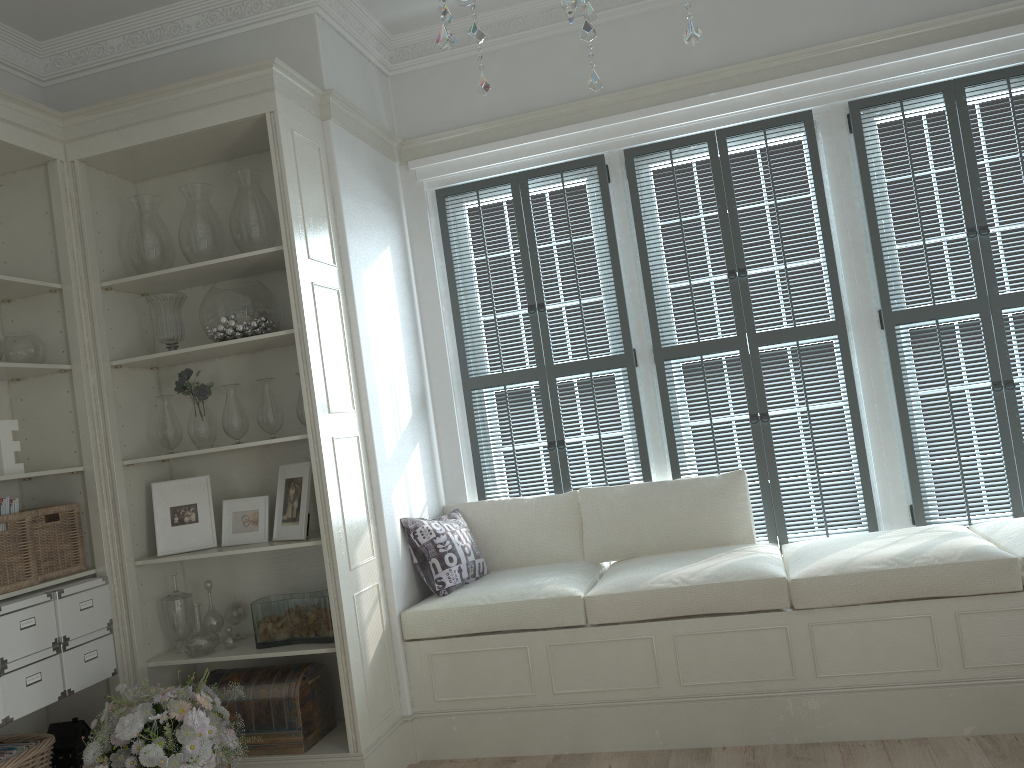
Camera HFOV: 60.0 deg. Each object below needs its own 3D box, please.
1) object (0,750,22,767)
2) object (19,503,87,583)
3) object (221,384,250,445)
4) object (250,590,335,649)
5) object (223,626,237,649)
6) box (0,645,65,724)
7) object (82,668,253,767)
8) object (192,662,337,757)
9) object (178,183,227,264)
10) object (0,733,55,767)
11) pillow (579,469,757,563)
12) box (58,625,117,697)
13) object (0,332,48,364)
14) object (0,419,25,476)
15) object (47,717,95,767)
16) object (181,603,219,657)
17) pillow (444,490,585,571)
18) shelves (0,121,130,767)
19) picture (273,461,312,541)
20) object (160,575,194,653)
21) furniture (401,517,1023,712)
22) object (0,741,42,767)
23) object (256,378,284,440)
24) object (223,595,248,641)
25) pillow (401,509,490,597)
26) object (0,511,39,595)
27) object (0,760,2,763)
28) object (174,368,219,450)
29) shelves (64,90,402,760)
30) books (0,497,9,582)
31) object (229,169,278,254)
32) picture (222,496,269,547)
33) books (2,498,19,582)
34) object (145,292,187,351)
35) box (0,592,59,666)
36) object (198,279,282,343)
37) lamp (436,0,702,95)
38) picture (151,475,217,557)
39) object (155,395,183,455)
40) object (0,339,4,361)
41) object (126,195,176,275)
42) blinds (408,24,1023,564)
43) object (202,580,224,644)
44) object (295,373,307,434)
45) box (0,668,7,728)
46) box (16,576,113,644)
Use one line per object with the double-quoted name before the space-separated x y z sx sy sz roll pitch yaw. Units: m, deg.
"object" -1.809 1.384 3.038 0.274 0.238 0.088 -9 -3 15
"object" -1.865 0.622 3.417 0.275 0.270 0.276 -9 -3 14
"object" -1.148 0.129 3.673 0.110 0.251 0.110 -7 -3 -14
"object" -0.845 0.941 3.568 0.387 0.180 0.171 -9 -3 14
"object" -1.149 1.032 3.610 0.056 0.090 0.056 -6 -4 -45
"box" -1.834 1.057 3.095 0.400 0.191 0.270 -9 -3 14
"object" -1.196 1.321 3.047 0.570 0.643 0.544 -8 -3 5
"object" -0.997 1.286 3.550 0.475 0.297 0.290 -9 -3 14
"object" -1.303 -0.645 3.724 0.193 0.362 0.193 -8 -3 -3
"object" -1.829 1.395 2.960 0.408 0.263 0.554 -9 -3 15
"pillow" 0.706 0.619 4.100 0.787 0.360 0.193 -9 -3 15
"box" -1.764 1.059 3.362 0.400 0.191 0.270 -9 -3 14
"object" -1.923 -0.126 3.475 0.185 0.140 0.185 -10 -3 34
"object" -1.921 0.238 3.167 0.039 0.207 0.393 -9 -3 14
"object" -1.681 1.399 3.373 0.135 0.248 0.135 -8 -3 4
"object" -1.266 0.992 3.584 0.148 0.200 0.148 -7 -3 -18
"pillow" 0.007 0.730 4.283 0.695 0.360 0.187 -9 -3 15
"shelves" -1.962 0.294 3.135 0.399 2.523 0.992 -9 -3 14
"picture" -0.872 0.470 3.570 0.202 0.300 0.124 -10 -3 39
"object" -1.387 0.954 3.690 0.129 0.315 0.129 -9 -3 19
"furniture" 1.161 0.907 3.667 3.150 0.459 0.837 -9 -3 14
"object" -1.788 1.384 3.117 0.274 0.238 0.088 -9 -3 14
"object" -0.993 0.105 3.633 0.110 0.251 0.110 -7 -3 -14
"object" -1.179 0.995 3.784 0.094 0.188 0.094 -6 -3 -34
"pillow" -0.278 0.765 4.043 0.229 0.398 0.550 -9 -3 27
"object" -1.906 0.615 3.138 0.275 0.270 0.276 -9 -3 14
"object" -1.830 1.383 2.955 0.274 0.238 0.088 -9 -3 14
"object" -1.317 0.103 3.724 0.166 0.355 0.206 -6 -3 -37
"shelves" -1.138 0.199 3.635 0.972 2.523 0.399 -9 -3 14
"books" -1.918 0.572 3.112 0.221 0.306 0.205 -9 -3 14
"object" -1.063 -0.683 3.639 0.193 0.362 0.193 -8 -3 -3
"picture" -1.095 0.567 3.692 0.206 0.192 0.124 -8 -3 9
"books" -1.906 0.582 3.152 0.221 0.306 0.205 -9 -3 14
"object" -1.436 -0.243 3.721 0.168 0.256 0.168 -7 -3 -28
"box" -1.863 0.869 3.110 0.400 0.191 0.270 -9 -3 14
"object" -1.118 -0.288 3.653 0.329 0.249 0.329 -8 -3 -11
"lamp" -0.081 -1.768 1.402 0.648 2.542 0.577 -7 -3 -16
"picture" -1.364 0.545 3.695 0.231 0.300 0.127 -7 -3 -16
"object" -1.453 0.175 3.750 0.110 0.251 0.110 -7 -3 -14
"object" -1.977 -0.128 3.266 0.185 0.140 0.185 -10 -3 34
"object" -1.541 -0.609 3.777 0.193 0.362 0.193 -8 -3 -3
"blinds" 1.120 -0.244 4.127 3.076 2.238 0.141 -9 -3 14
"object" -1.270 0.964 3.751 0.088 0.271 0.088 -9 -3 19
"object" -0.821 0.079 3.589 0.110 0.251 0.110 -7 -3 -14
"box" -1.893 1.054 2.833 0.400 0.191 0.270 -9 -3 14
"box" -1.784 0.869 3.368 0.400 0.191 0.270 -9 -3 14
